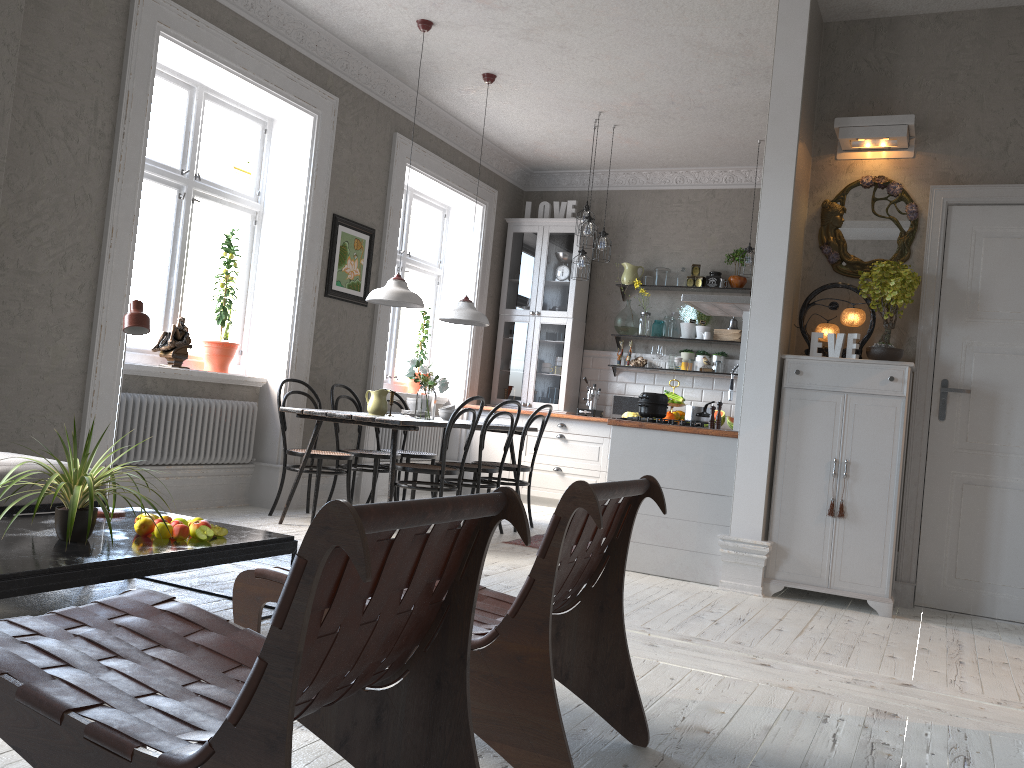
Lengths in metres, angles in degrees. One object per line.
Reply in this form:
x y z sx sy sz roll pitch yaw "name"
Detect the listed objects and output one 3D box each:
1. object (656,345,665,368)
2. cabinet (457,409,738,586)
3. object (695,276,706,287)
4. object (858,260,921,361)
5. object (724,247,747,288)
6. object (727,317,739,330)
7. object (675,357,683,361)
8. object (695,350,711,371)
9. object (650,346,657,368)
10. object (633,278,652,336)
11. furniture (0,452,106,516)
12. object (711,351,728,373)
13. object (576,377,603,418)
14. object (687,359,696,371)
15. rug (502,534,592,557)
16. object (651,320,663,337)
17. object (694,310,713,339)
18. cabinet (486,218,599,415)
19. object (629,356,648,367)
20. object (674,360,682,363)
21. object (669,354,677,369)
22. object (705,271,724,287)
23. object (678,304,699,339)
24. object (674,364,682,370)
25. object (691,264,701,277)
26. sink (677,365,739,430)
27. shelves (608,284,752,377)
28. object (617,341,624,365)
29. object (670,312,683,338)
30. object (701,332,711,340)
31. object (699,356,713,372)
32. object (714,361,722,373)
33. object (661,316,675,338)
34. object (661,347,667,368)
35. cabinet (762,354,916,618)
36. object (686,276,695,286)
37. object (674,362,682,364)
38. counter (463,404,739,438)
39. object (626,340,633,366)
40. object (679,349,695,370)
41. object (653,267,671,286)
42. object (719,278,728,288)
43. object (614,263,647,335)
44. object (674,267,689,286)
1.401 -0.255 8.391 0.081 0.217 0.082 5 -2 11 "object"
1.018 0.727 6.959 2.013 0.854 4.140 6 -2 -18 "cabinet"
1.773 -0.952 8.335 0.081 0.113 0.084 4 -2 35 "object"
2.020 -0.383 4.735 0.347 0.553 0.291 7 -2 -31 "object"
2.106 -1.065 8.196 0.246 0.397 0.255 7 -2 -40 "object"
2.061 -0.638 8.215 0.130 0.288 0.131 5 -2 10 "object"
1.561 -0.219 8.304 0.076 0.051 0.078 5 -2 11 "object"
1.794 -0.214 8.349 0.150 0.214 0.170 7 -2 -35 "object"
1.363 -0.256 8.514 0.081 0.217 0.082 5 -2 11 "object"
1.240 -0.731 8.465 0.189 0.540 0.284 5 -2 18 "object"
-2.119 0.505 3.389 0.574 0.476 0.841 5 -2 26 "furniture"
1.944 -0.200 8.288 0.156 0.213 0.155 5 -2 23 "object"
0.744 0.127 8.477 0.202 0.370 0.359 5 -2 26 "object"
1.685 -0.176 8.306 0.077 0.108 0.079 5 -2 19 "object"
0.537 1.079 6.078 0.724 0.014 1.310 5 -2 26 "rug"
1.411 -0.526 8.532 0.124 0.172 0.128 5 -2 29 "object"
1.794 -0.599 8.306 0.186 0.380 0.167 6 -2 -14 "object"
0.307 -0.661 8.857 0.865 1.921 0.394 5 -2 25 "cabinet"
1.218 -0.215 8.531 0.176 0.111 0.096 6 -2 2 "object"
1.558 -0.194 8.303 0.075 0.051 0.079 4 -2 44 "object"
1.518 -0.205 8.371 0.079 0.139 0.078 6 -2 -2 "object"
1.908 -0.969 8.331 0.140 0.174 0.144 5 -2 25 "object"
1.697 -0.593 8.408 0.239 0.354 0.239 4 -2 43 "object"
1.555 -0.160 8.302 0.076 0.051 0.078 5 -2 18 "object"
1.733 -1.068 8.352 0.082 0.113 0.083 6 -2 5 "object"
1.392 0.197 5.937 0.519 0.720 0.494 5 -2 25 "sink"
1.596 -0.453 8.409 1.295 0.923 0.232 5 -2 25 "shelves"
1.058 -0.303 8.656 0.053 0.264 0.061 6 -2 -3 "object"
1.574 -0.555 8.529 0.129 0.264 0.134 5 -2 31 "object"
1.809 -0.445 8.216 0.064 0.071 0.104 7 -2 -34 "object"
1.817 -0.181 8.237 0.119 0.147 0.100 6 -2 -7 "object"
1.905 -0.157 8.175 0.077 0.108 0.079 5 -2 19 "object"
1.483 -0.539 8.401 0.127 0.206 0.122 7 -2 -42 "object"
1.438 -0.249 8.474 0.081 0.217 0.082 5 -2 11 "object"
1.756 0.521 4.764 0.655 1.297 0.390 5 -2 25 "cabinet"
1.697 -0.958 8.374 0.081 0.113 0.084 5 -2 25 "object"
1.557 -0.177 8.303 0.076 0.051 0.078 5 -2 18 "object"
0.591 0.274 7.024 3.110 0.039 3.445 5 -2 26 "counter"
1.145 -0.296 8.598 0.062 0.264 0.052 7 -2 -29 "object"
1.651 -0.231 8.405 0.156 0.217 0.156 6 -2 5 "object"
1.437 -1.016 8.505 0.175 0.184 0.169 7 -2 -25 "object"
1.959 -0.929 8.194 0.092 0.096 0.076 5 -2 26 "object"
1.111 -0.809 8.579 0.336 0.674 0.336 6 -2 -6 "object"
1.640 -1.012 8.518 0.141 0.220 0.138 6 -2 -15 "object"
